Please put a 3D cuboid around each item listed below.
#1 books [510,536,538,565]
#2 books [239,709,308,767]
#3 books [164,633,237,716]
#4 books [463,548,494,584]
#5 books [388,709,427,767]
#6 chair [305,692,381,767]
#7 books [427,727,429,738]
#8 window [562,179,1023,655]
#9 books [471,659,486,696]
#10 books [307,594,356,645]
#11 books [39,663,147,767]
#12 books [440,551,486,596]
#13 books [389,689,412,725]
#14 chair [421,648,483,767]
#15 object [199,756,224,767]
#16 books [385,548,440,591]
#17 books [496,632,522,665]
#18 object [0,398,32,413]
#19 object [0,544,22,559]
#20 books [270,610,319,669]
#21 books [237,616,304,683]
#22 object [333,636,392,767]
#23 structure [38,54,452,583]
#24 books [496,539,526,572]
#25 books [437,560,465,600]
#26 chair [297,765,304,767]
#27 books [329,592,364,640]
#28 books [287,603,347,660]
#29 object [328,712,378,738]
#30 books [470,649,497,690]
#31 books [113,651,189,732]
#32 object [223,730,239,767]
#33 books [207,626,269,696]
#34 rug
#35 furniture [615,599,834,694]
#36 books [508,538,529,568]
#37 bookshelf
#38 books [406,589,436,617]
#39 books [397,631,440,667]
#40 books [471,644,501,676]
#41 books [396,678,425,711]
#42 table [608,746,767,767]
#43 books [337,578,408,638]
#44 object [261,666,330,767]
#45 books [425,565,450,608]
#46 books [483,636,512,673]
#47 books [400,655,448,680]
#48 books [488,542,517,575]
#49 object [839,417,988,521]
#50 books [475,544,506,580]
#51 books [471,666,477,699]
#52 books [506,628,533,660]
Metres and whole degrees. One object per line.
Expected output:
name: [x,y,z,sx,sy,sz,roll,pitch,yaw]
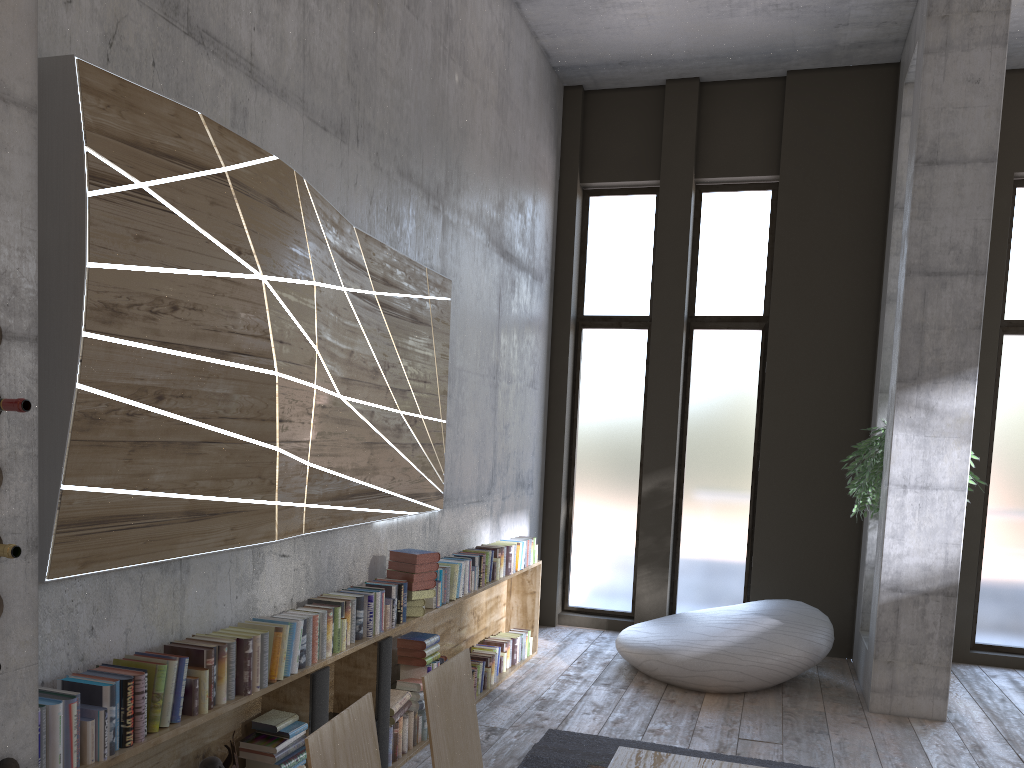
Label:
books: [0.106,1.377,7.249,0.170,0.222,0.276,3,0,18]
books: [-1.027,1.615,3.811,0.218,0.325,0.250,3,2,19]
books: [-1.151,1.057,3.205,0.209,0.222,0.278,3,0,15]
books: [-0.245,1.288,6.211,0.189,0.230,0.199,3,1,17]
books: [-0.681,1.966,4.984,0.241,0.239,0.494,3,-2,17]
chair: [-0.062,1.348,1.939,0.721,1.205,0.346,3,4,12]
books: [-0.541,2.002,5.337,0.214,0.222,0.226,3,1,17]
window: [5.034,0.337,7.523,9.183,4.214,0.207,2,5,15]
books: [-0.307,2.070,6.195,0.189,0.230,0.199,3,1,17]
books: [-0.862,1.141,4.232,0.204,0.222,0.154,3,2,17]
books: [-1.322,1.014,2.629,0.214,0.221,0.490,3,-2,17]
books: [-0.336,1.263,5.868,0.214,0.221,0.490,3,-2,17]
books: [-0.688,1.786,4.861,0.191,0.141,0.234,2,-1,18]
chair: [0.132,1.386,2.409,0.720,1.205,0.346,3,4,17]
object: [-1.106,1.481,3.219,0.135,0.231,0.144,3,3,14]
books: [-0.562,1.045,4.950,0.244,0.212,0.189,3,1,38]
books: [-0.034,2.138,7.082,0.189,0.222,0.155,3,2,17]
object: [-1.311,0.047,2.129,0.334,0.091,0.090,2,0,17]
object: [-1.364,0.402,2.171,0.346,0.094,0.093,2,0,17]
books: [-0.942,1.111,3.803,0.154,0.222,0.155,3,2,17]
books: [-1.000,1.089,3.613,0.189,0.230,0.249,3,0,17]
object: [-0.797,1.713,4.654,0.272,0.766,0.151,4,5,17]
structure: [-0.786,-0.039,4.180,0.358,1.540,3.411,4,-2,17]
books: [-0.014,1.338,6.851,0.189,0.230,0.249,3,0,17]
books: [-0.415,1.234,5.532,0.189,0.230,0.199,3,1,17]
chair: [-0.131,1.313,1.433,0.720,1.205,0.346,3,4,17]
books: [-0.824,1.148,4.330,0.189,0.223,0.054,3,4,17]
books: [-0.880,1.127,4.011,0.170,0.222,0.276,3,0,18]
object: [-0.873,1.784,4.346,0.303,0.162,0.440,2,-3,17]
books: [-0.231,2.088,6.412,0.209,0.222,0.278,3,0,15]
books: [-1.231,1.038,2.972,0.189,0.230,0.199,3,1,17]
object: [-1.147,1.672,3.525,0.196,0.573,0.341,1,3,-23]
books: [-1.064,1.073,3.405,0.189,0.222,0.155,3,2,17]
rug: [1.459,2.160,4.528,2.910,0.049,1.162,2,-4,17]
furniture: [1.647,2.118,7.160,1.632,0.816,1.784,4,-3,-36]
books: [0.044,1.360,7.042,0.154,0.222,0.155,3,2,17]
bookshelf: [-0.682,1.704,4.984,0.302,0.805,5.322,4,-3,17]
books: [-0.572,1.226,4.977,0.222,0.151,0.283,3,-2,-26]
books: [-0.560,1.591,5.267,0.189,0.162,0.239,3,-1,17]
books: [-0.202,2.103,6.649,0.189,0.230,0.199,3,1,17]
books: [-0.561,1.795,5.071,0.154,0.193,0.243,3,0,17]
table: [0.039,1.378,0.150,1.009,0.925,5.187,3,-3,17]
books: [-0.722,1.168,4.600,0.214,0.221,0.490,3,-2,17]
object: [-0.994,1.663,4.005,0.272,0.766,0.151,4,5,17]
books: [-0.498,1.215,5.291,0.209,0.222,0.278,3,0,15]
books: [-0.121,2.123,6.882,0.209,0.222,0.278,3,0,15]
books: [-0.520,1.903,5.423,0.214,0.451,0.450,4,1,17]
books: [-0.078,1.322,6.643,0.189,0.222,0.155,3,2,17]
object: [2.999,1.099,6.822,0.969,1.879,0.990,2,3,-17]
books: [-0.165,1.307,6.443,0.209,0.222,0.278,3,0,15]
books: [-0.387,2.050,5.903,0.204,0.221,0.417,3,-2,17]
books: [0.061,2.156,7.285,0.170,0.222,0.276,3,0,18]
